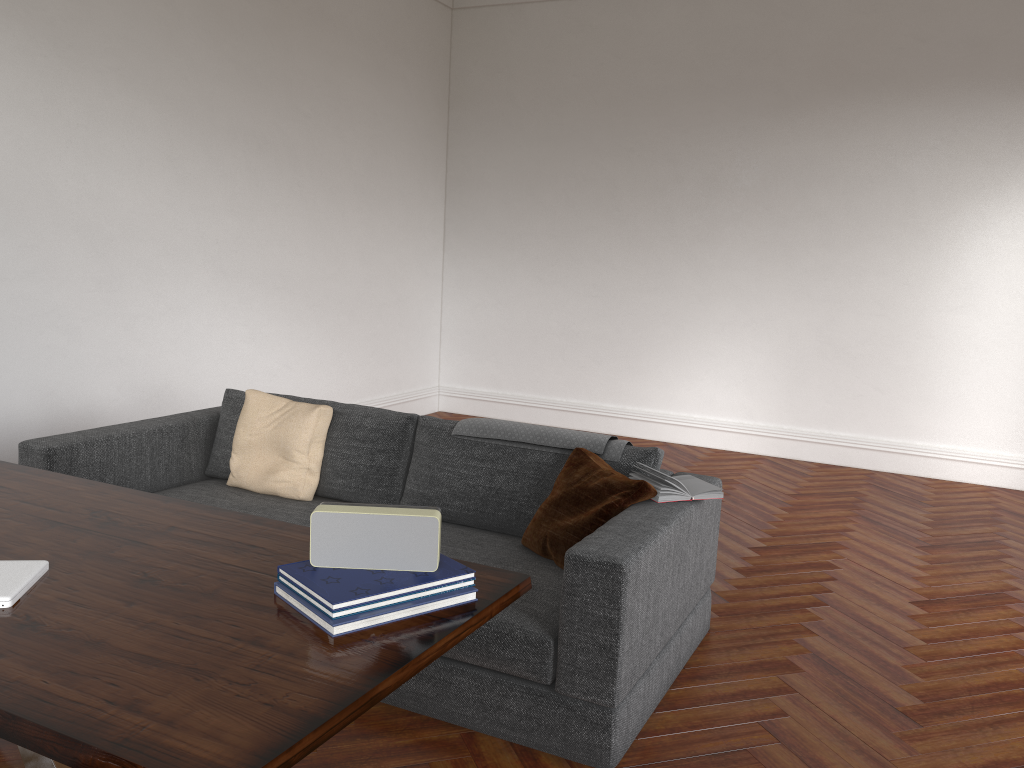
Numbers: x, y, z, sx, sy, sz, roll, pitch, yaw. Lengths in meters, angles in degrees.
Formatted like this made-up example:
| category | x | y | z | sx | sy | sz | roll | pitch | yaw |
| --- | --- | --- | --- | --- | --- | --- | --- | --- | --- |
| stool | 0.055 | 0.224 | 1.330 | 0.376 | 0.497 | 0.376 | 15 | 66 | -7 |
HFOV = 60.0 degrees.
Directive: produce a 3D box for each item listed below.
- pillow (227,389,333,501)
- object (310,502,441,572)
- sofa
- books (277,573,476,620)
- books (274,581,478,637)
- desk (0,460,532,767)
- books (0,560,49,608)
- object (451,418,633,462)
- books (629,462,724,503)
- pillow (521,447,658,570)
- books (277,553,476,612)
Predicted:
| category | x | y | z | sx | sy | sz | roll | pitch | yaw |
| --- | --- | --- | --- | --- | --- | --- | --- | --- | --- |
| pillow | -1.071 | 0.276 | 4.035 | 0.485 | 0.462 | 0.225 | 7 | 10 | 25 |
| object | -0.293 | 0.331 | 1.929 | 0.275 | 0.126 | 0.081 | 3 | 9 | -1 |
| sofa | -0.604 | 0.579 | 3.667 | 2.642 | 0.832 | 1.259 | 7 | 9 | 25 |
| books | -0.291 | 0.421 | 1.912 | 0.344 | 0.017 | 0.249 | -4 | 10 | -39 |
| books | -0.290 | 0.445 | 1.901 | 0.347 | 0.027 | 0.263 | -4 | 10 | -39 |
| desk | -1.191 | 0.756 | 2.168 | 2.224 | 0.754 | 1.027 | 7 | 9 | 25 |
| books | -1.171 | 0.414 | 1.840 | 0.325 | 0.026 | 0.230 | 1 | 8 | -9 |
| object | 0.159 | 0.354 | 3.806 | 0.751 | 0.389 | 0.399 | 7 | 10 | 25 |
| books | 0.606 | 0.356 | 3.289 | 0.278 | 0.096 | 0.224 | -1 | 9 | -22 |
| pillow | 0.278 | 0.475 | 3.297 | 0.330 | 0.398 | 0.468 | -2 | 10 | -27 |
| books | -0.290 | 0.405 | 1.909 | 0.344 | 0.017 | 0.249 | -4 | 10 | -39 |
